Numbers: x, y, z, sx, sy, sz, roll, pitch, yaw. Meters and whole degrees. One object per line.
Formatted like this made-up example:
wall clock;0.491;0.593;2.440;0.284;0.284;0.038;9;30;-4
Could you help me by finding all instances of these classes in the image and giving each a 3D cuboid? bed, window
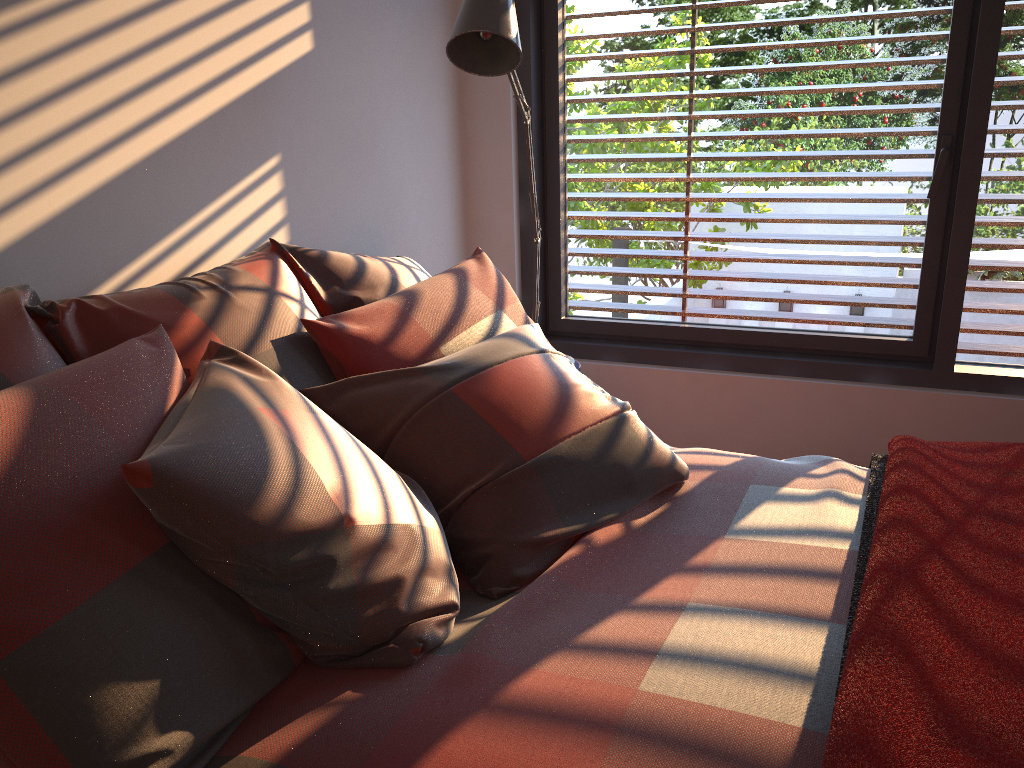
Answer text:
bed;0.284;0.452;1.653;2.308;0.783;2.008;6;18;24
window;1.249;-0.956;2.742;2.630;1.973;0.168;6;20;24

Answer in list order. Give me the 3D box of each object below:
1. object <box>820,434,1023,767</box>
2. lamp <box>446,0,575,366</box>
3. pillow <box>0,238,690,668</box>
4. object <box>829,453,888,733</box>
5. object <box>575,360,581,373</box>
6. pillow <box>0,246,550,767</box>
object;0.876;0.584;1.384;0.681;0.671;2.609;7;19;25
lamp;-0.011;-0.536;2.661;0.279;1.146;0.776;4;19;16
pillow;-0.278;0.120;1.811;1.142;0.746;2.112;6;18;22
object;1.022;0.616;1.368;1.119;0.577;2.472;6;18;25
object;0.078;0.168;3.153;0.341;0.488;0.333;6;20;22
pillow;-0.343;0.111;1.747;0.526;0.560;1.790;7;19;25
